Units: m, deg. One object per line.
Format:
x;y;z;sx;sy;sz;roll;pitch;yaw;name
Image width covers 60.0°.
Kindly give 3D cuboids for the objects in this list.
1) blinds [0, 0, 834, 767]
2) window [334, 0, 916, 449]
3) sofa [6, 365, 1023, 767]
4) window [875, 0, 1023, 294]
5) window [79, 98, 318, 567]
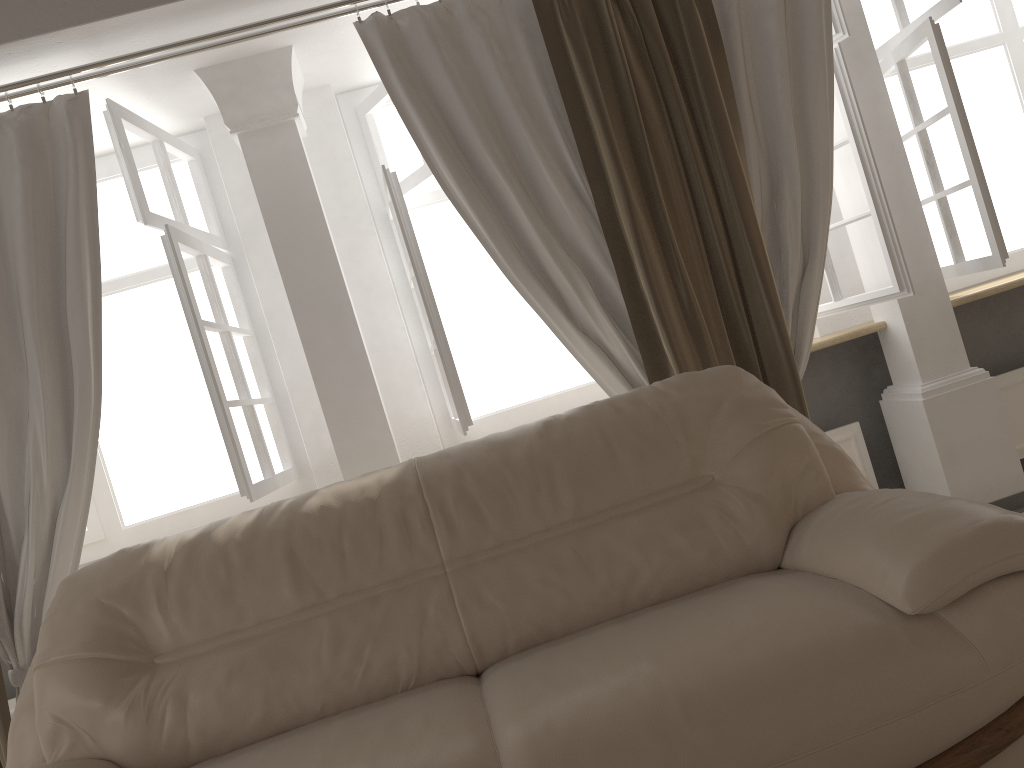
0.479;-0.312;2.771;5.765;2.294;0.285;-17;1;-7;blinds
0.380;-0.704;3.359;1.759;1.500;0.784;-17;1;-7;window
-0.074;0.603;1.844;2.135;0.900;1.051;-17;1;-7;sofa
2.270;-1.285;3.575;1.653;1.500;0.782;-17;1;-7;window
-1.693;-0.066;3.096;1.600;1.500;0.781;-17;1;-7;window
